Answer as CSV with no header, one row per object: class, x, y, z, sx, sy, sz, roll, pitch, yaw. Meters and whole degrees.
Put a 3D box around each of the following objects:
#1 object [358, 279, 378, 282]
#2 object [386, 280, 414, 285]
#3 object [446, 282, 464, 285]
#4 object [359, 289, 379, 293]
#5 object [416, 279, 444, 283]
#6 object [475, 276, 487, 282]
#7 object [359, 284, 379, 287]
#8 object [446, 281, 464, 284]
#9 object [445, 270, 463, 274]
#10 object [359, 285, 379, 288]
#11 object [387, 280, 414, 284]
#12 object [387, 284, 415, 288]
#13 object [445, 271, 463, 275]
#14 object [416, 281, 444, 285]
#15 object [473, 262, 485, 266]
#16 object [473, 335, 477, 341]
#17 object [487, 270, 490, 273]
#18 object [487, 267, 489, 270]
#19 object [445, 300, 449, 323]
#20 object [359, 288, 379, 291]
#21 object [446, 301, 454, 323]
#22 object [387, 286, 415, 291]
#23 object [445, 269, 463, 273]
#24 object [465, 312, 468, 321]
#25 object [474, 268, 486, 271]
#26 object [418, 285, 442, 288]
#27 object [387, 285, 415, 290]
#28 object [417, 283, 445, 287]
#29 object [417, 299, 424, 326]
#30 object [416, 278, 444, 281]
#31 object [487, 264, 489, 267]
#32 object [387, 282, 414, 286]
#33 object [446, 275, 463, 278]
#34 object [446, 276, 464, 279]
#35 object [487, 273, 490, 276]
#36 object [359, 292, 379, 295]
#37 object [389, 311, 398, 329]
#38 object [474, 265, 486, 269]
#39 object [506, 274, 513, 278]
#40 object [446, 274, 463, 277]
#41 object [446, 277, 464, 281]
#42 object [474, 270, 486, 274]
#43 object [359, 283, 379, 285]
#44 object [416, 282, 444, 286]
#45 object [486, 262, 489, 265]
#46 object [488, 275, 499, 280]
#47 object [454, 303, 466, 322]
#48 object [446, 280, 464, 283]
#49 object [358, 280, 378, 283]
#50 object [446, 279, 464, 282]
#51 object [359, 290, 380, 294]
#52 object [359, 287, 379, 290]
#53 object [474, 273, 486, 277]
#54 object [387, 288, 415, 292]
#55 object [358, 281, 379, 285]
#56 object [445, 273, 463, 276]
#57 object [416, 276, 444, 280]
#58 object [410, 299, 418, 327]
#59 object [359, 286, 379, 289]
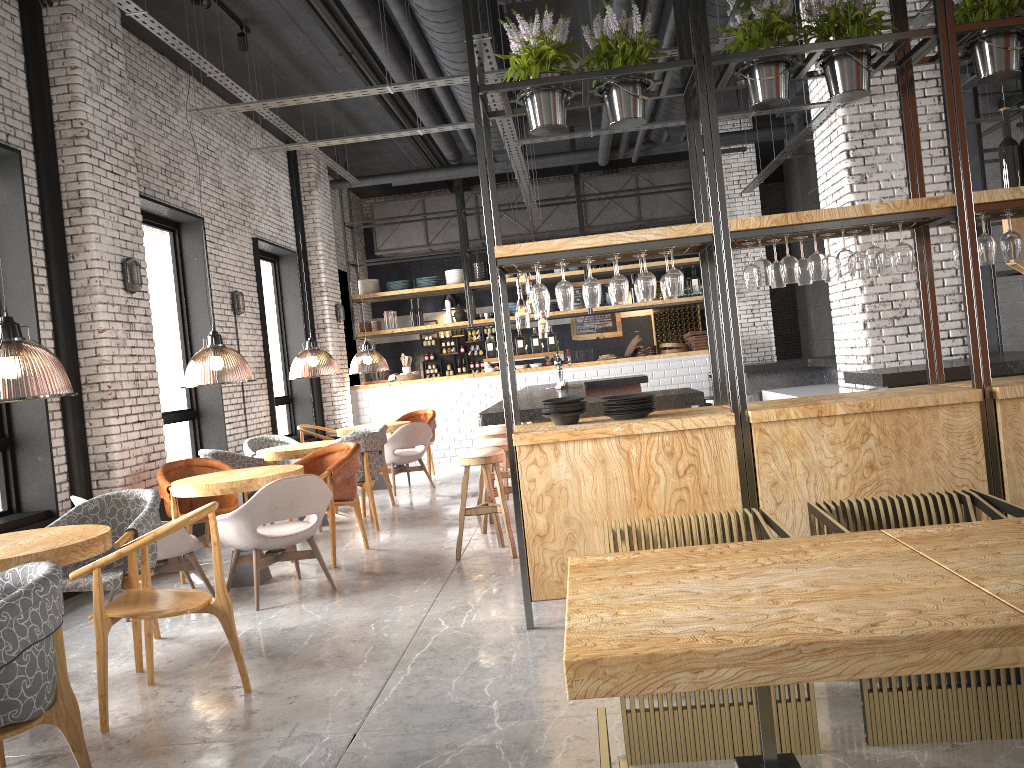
object,-2.333,-1.667,14.409,0.334,0.039,0.335,-6,1,-5
object,-1.809,-1.625,14.369,0.454,0.047,0.454,-6,1,2
object,-0.894,-1.602,14.300,0.334,0.033,0.335,-5,2,43
object,-2.316,-1.497,14.409,0.335,0.039,0.335,-6,1,-8
object,-1.321,-1.650,14.332,0.454,0.037,0.453,-7,2,-41
object,-0.497,-1.676,14.275,0.196,0.102,0.196,-6,1,17
object,-2.325,-1.590,14.409,0.334,0.038,0.335,-5,1,25
object,-0.896,-1.622,14.301,0.335,0.046,0.334,-6,1,-15
object,-0.914,-1.792,14.299,0.335,0.039,0.334,-6,1,-21
object,-2.324,-1.570,14.410,0.334,0.043,0.335,-5,2,44
object,-1.811,-1.649,14.368,0.454,0.050,0.454,-5,1,18
object,-1.803,-1.578,14.370,0.454,0.038,0.454,-6,1,-19
object,-0.912,-1.773,14.300,0.335,0.044,0.334,-7,1,-25
object,-1.319,-1.627,14.331,0.454,0.038,0.454,-6,1,6
object,-0.523,-1.897,14.274,0.196,0.105,0.197,-5,1,26
object,-0.724,-0.900,17.284,0.092,0.112,0.100,-6,1,-9
object,-0.295,-1.786,14.252,0.196,0.107,0.196,-6,1,-24
object,-0.301,-1.830,14.255,0.196,0.102,0.196,-6,1,15
object,-1.032,-1.167,14.391,0.126,0.394,0.127,-6,0,44
object,-2.318,-1.516,14.410,0.335,0.044,0.334,-7,2,-29
object,-1.007,-1.150,14.239,0.132,0.360,0.127,-6,0,30
object,-1.799,-1.531,14.370,0.454,0.043,0.454,-6,1,7
object,-0.916,-1.811,14.299,0.335,0.039,0.334,-6,1,-22
object,-0.789,-1.103,14.437,0.203,0.213,0.203,-5,1,42
object,-0.511,-1.808,14.273,0.197,0.100,0.196,-7,1,-30
object,-1.312,-1.556,14.332,0.454,0.033,0.454,-6,1,13
object,-1.802,-1.555,14.369,0.454,0.044,0.454,-6,1,0
object,-1.313,-1.581,14.332,0.454,0.045,0.454,-6,1,-21
object,-1.506,-1.159,14.500,0.098,0.471,0.098,-6,0,-18
object,-1.324,-1.675,14.330,0.454,0.050,0.453,-6,1,-20
object,-0.306,-1.874,14.255,0.196,0.102,0.196,-6,1,-2
object,-1.806,-1.601,14.368,0.454,0.043,0.454,-6,1,10
object,-0.906,-1.714,14.299,0.334,0.039,0.335,-6,1,12
object,-0.904,-1.699,14.299,0.335,0.040,0.334,-7,2,-41
object,-0.292,-1.741,14.258,0.196,0.101,0.197,-5,1,24
object,-2.312,-1.457,14.409,0.334,0.033,0.335,-5,2,43
object,-1.903,-1.022,14.298,0.118,0.293,0.169,-6,0,10
object,-0.511,-1.854,14.270,0.196,0.107,0.197,-5,1,33
object,-0.074,-1.720,14.237,0.196,0.105,0.196,-6,1,-18
object,-0.909,-1.734,14.299,0.334,0.043,0.334,-6,1,-12
object,-0.902,-1.680,14.300,0.335,0.039,0.334,-7,2,-29
object,-0.507,-1.764,14.274,0.196,0.102,0.197,-5,1,33
object,-2.327,-1.609,14.409,0.335,0.035,0.334,-6,1,-20
object,-1.317,-1.604,14.331,0.454,0.042,0.453,-7,2,-35
object,-0.310,-1.918,14.258,0.196,0.103,0.196,-6,1,-20
object,-0.288,-1.698,14.260,0.196,0.104,0.197,-5,1,41
object,-0.841,-1.142,14.240,0.196,0.305,0.196,-5,1,42
object,-0.898,-1.641,14.299,0.335,0.037,0.334,-7,2,-29
object,-2.331,-1.648,14.410,0.335,0.042,0.334,-6,1,1
object,-0.901,-1.660,14.299,0.335,0.040,0.334,-7,2,-32
object,-2.314,-1.477,14.410,0.334,0.042,0.335,-5,2,43
object,-2.321,-1.535,14.409,0.335,0.042,0.334,-7,2,-35
object,-0.504,-1.720,14.274,0.196,0.104,0.196,-7,1,-32
object,-1.796,-1.507,14.370,0.454,0.033,0.454,-6,1,13
object,-2.330,-1.628,14.409,0.335,0.040,0.335,-6,1,-5
object,-0.910,-1.753,14.300,0.335,0.041,0.334,-7,1,-26
object,-1.326,-1.697,14.331,0.453,0.039,0.454,-5,1,24
object,-1.613,-1.148,14.508,0.098,0.471,0.098,-6,0,-18
object,-2.322,-1.555,14.409,0.334,0.038,0.335,-5,2,30
